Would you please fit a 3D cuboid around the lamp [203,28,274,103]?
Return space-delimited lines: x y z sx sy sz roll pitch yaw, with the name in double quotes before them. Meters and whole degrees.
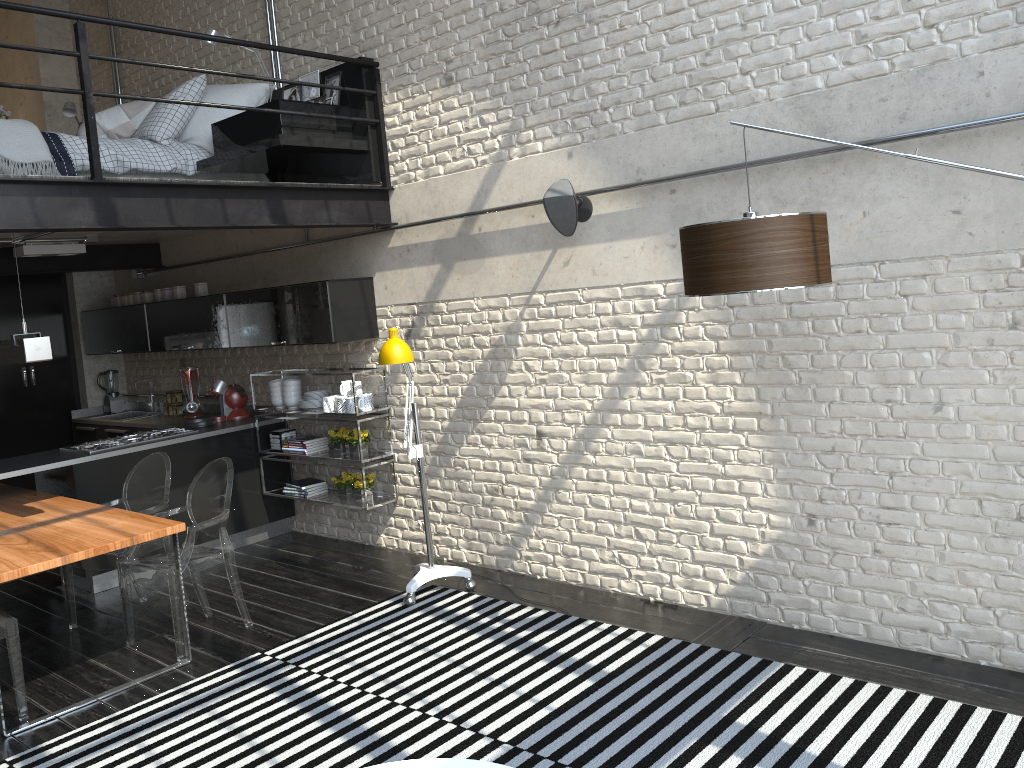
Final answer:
"lamp" -1.895 -2.147 6.162 0.481 0.686 0.171 -5 3 8

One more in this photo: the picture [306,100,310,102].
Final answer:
"picture" -1.456 -1.916 6.201 0.113 0.126 0.027 -2 4 42

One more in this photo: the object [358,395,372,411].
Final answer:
"object" -1.019 0.132 6.066 0.109 0.100 0.083 -8 5 -34

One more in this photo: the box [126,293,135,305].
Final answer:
"box" -3.393 -0.759 7.919 0.081 0.110 0.081 -2 5 42

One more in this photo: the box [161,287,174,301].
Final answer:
"box" -2.908 -0.759 7.487 0.081 0.110 0.081 -2 5 42

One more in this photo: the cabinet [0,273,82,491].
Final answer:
"cabinet" -5.159 0.164 7.908 0.552 2.465 2.332 -3 5 42

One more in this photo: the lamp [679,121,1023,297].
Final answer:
"lamp" 1.569 0.106 3.172 1.842 2.320 0.559 -3 3 29

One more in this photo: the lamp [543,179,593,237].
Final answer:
"lamp" 0.307 -0.943 4.735 0.177 0.305 0.360 -4 5 24

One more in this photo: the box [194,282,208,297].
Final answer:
"box" -2.504 -0.759 7.132 0.081 0.110 0.081 -2 5 42

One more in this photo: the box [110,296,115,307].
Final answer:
"box" -3.639 -0.760 8.147 0.081 0.110 0.081 -2 5 42

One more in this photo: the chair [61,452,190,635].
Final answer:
"chair" -2.312 0.937 5.367 0.539 0.937 0.593 -4 4 27

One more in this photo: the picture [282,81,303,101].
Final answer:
"picture" -1.566 -1.990 6.296 0.243 0.274 0.046 -2 4 42

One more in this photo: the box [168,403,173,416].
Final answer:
"box" -2.986 0.223 7.825 0.081 0.110 0.081 -3 5 37

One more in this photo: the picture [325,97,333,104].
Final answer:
"picture" -1.252 -1.893 5.997 0.096 0.086 0.031 -1 5 42

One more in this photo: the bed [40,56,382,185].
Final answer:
"bed" -3.437 -1.556 6.398 4.475 0.838 2.710 0 8 42

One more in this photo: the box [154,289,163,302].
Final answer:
"box" -3.009 -0.759 7.577 0.081 0.110 0.081 -2 5 42

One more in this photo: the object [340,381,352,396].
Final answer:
"object" -1.163 0.032 6.182 0.109 0.100 0.083 -8 5 -34

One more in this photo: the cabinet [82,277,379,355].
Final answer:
"cabinet" -2.518 -0.506 7.273 3.890 0.420 0.401 0 7 42

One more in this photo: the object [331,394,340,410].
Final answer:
"object" -1.252 0.128 6.302 0.083 0.100 0.109 -6 5 -14

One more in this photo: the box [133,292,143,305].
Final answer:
"box" -3.290 -0.759 7.829 0.081 0.110 0.081 -2 5 42

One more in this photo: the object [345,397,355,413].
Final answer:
"object" -1.087 0.140 6.042 0.083 0.100 0.109 -3 5 31

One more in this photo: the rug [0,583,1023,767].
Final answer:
"rug" -0.372 1.473 3.013 3.490 0.004 3.421 0 8 42

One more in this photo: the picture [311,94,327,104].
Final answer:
"picture" -1.336 -1.909 6.066 0.175 0.120 0.052 -1 5 42

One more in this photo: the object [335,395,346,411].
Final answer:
"object" -1.193 0.132 6.211 0.083 0.100 0.109 -3 5 31

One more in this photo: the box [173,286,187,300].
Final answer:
"box" -2.763 -0.759 7.360 0.081 0.110 0.081 -2 5 42

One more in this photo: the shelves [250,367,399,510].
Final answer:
"shelves" -1.385 0.365 6.426 1.249 0.923 0.289 -1 5 42

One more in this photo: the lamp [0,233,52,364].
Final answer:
"lamp" -2.762 -0.552 4.684 1.087 0.887 0.125 -1 5 42

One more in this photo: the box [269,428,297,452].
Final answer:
"box" -1.737 0.426 6.729 0.150 0.150 0.151 -2 6 42

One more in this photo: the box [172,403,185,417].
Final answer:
"box" -2.929 0.224 7.770 0.081 0.110 0.081 -8 5 -38

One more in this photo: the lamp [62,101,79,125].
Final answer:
"lamp" -3.866 -2.150 7.936 0.171 0.685 0.482 -6 4 -13

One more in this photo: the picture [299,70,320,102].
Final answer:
"picture" -1.412 -2.011 6.176 0.226 0.313 0.033 -2 4 42

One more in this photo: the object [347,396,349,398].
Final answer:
"object" -1.112 0.120 6.255 0.083 0.100 0.109 -2 6 41

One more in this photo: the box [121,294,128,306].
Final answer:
"box" -3.465 -0.759 7.981 0.081 0.110 0.081 -2 5 42

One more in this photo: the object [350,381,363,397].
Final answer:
"object" -1.064 0.033 6.091 0.083 0.100 0.109 -3 5 31

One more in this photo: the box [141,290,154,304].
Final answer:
"box" -3.181 -0.759 7.731 0.081 0.110 0.081 -2 5 42

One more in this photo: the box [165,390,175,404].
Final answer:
"box" -3.015 0.113 7.850 0.081 0.110 0.081 -4 4 17

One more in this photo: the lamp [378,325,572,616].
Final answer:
"lamp" -0.205 0.454 4.836 0.633 1.612 1.571 -8 5 -35

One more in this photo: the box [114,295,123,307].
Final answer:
"box" -3.578 -0.759 8.076 0.081 0.110 0.081 -2 5 42

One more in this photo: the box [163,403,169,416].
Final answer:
"box" -3.052 0.224 7.880 0.081 0.110 0.081 -9 5 -43

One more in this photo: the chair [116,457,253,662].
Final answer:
"chair" -1.797 0.934 4.941 0.539 0.937 0.593 -3 4 37

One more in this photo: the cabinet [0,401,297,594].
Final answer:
"cabinet" -3.557 0.847 7.001 2.743 1.001 2.445 0 8 42

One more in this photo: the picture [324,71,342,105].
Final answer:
"picture" -1.217 -1.978 5.990 0.175 0.248 0.056 -2 4 42

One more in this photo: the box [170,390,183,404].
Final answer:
"box" -2.952 0.113 7.794 0.081 0.110 0.081 -3 5 37

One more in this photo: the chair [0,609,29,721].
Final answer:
"chair" -2.654 1.116 4.019 0.539 0.937 0.593 -2 5 42
